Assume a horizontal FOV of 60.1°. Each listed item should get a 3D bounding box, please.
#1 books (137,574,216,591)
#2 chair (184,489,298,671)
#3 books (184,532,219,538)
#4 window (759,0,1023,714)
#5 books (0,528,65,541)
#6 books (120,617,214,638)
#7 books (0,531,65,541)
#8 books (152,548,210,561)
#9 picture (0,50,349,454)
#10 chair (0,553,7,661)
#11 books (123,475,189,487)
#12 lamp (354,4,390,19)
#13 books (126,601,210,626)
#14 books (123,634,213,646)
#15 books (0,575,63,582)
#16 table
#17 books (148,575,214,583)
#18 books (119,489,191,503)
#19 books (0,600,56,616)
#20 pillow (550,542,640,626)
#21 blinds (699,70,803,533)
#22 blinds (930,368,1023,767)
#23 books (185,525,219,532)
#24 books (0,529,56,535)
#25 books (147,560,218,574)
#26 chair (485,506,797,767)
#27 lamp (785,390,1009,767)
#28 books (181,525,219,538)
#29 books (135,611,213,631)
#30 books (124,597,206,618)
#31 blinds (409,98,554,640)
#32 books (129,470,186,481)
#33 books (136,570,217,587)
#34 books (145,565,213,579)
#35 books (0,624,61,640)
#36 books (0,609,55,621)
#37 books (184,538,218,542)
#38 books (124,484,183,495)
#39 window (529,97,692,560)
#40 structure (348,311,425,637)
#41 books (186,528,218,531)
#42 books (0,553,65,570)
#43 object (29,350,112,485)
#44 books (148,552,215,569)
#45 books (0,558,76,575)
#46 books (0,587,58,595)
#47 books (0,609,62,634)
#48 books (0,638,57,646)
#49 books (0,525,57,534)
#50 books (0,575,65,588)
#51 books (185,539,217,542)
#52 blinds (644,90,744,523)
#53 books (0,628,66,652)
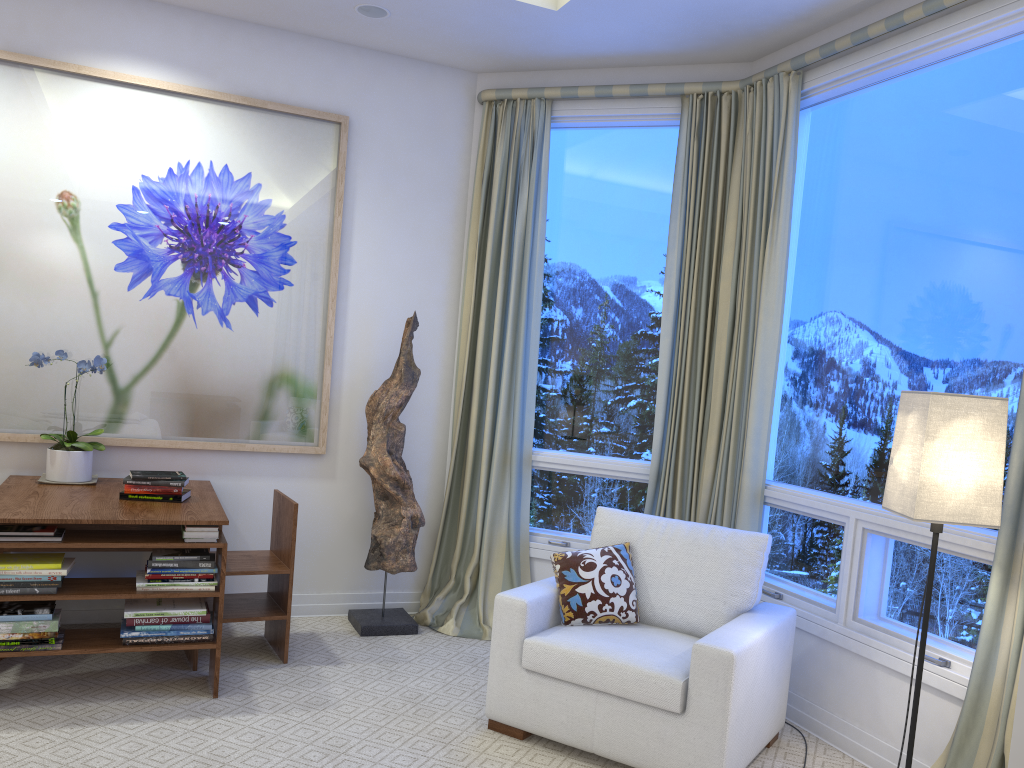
[{"bbox_3d":[-1.121,0.666,2.971,0.240,0.017,0.172,5,1,-18],"label":"books"},{"bbox_3d":[-1.049,0.729,3.387,0.340,0.612,0.339,3,4,-28],"label":"chair"},{"bbox_3d":[-1.047,0.491,2.969,0.108,0.020,0.150,4,1,-23],"label":"books"},{"bbox_3d":[1.306,-0.116,2.889,0.206,2.034,1.506,3,3,-23],"label":"window"},{"bbox_3d":[-1.516,0.471,2.773,0.201,0.015,0.139,4,1,-23],"label":"books"},{"bbox_3d":[-1.154,0.808,2.966,0.285,0.018,0.181,4,1,-23],"label":"books"},{"bbox_3d":[-1.515,0.471,2.773,0.201,0.014,0.135,4,1,-23],"label":"books"},{"bbox_3d":[-1.108,0.571,2.963,0.177,0.017,0.112,4,1,-23],"label":"books"},{"bbox_3d":[-1.537,-0.480,3.534,1.682,1.465,0.030,4,4,-23],"label":"picture"},{"bbox_3d":[-1.950,0.658,3.030,0.340,0.612,0.339,5,3,2],"label":"chair"},{"bbox_3d":[-1.285,0.350,3.205,0.205,0.020,0.124,5,1,-13],"label":"books"},{"bbox_3d":[-0.538,-1.429,3.413,0.137,0.014,0.137,6,1,39],"label":"lamp"},{"bbox_3d":[-1.152,0.770,2.969,0.257,0.034,0.155,4,1,-23],"label":"books"},{"bbox_3d":[-1.158,0.830,2.981,0.277,0.032,0.191,4,1,-23],"label":"books"},{"bbox_3d":[-1.534,0.592,2.781,0.222,0.020,0.154,4,1,-23],"label":"books"},{"bbox_3d":[-1.468,0.702,3.202,0.741,0.602,0.897,4,2,-23],"label":"table"},{"bbox_3d":[-1.109,0.641,2.965,0.205,0.011,0.147,4,1,-23],"label":"books"},{"bbox_3d":[-1.292,0.401,3.217,0.212,0.027,0.154,5,1,-8],"label":"books"},{"bbox_3d":[-1.540,0.699,2.768,0.198,0.017,0.113,4,1,-23],"label":"books"},{"bbox_3d":[0.283,0.671,2.998,0.285,0.273,0.186,4,3,-14],"label":"pillow"},{"bbox_3d":[0.823,0.003,3.461,0.267,2.376,0.522,3,4,-30],"label":"blinds"},{"bbox_3d":[1.354,0.066,2.194,0.228,2.376,0.657,4,4,-18],"label":"blinds"},{"bbox_3d":[-1.040,0.473,2.963,0.103,0.013,0.142,4,1,-23],"label":"books"},{"bbox_3d":[-1.528,0.458,2.773,0.174,0.008,0.111,4,1,-23],"label":"books"},{"bbox_3d":[-1.107,0.612,2.969,0.218,0.017,0.136,4,1,-23],"label":"books"},{"bbox_3d":[0.442,0.814,2.925,0.804,0.709,0.687,6,3,32],"label":"chair"},{"bbox_3d":[0.941,0.606,2.909,0.276,1.209,1.524,4,2,-10],"label":"lamp"},{"bbox_3d":[-1.047,0.491,2.968,0.111,0.022,0.153,4,1,-23],"label":"books"},{"bbox_3d":[-1.129,0.795,2.973,0.234,0.018,0.168,5,1,-18],"label":"books"},{"bbox_3d":[-1.160,0.744,2.963,0.249,0.022,0.179,4,1,-23],"label":"books"},{"bbox_3d":[-0.125,-0.088,3.908,0.641,2.382,0.294,6,4,18],"label":"blinds"},{"bbox_3d":[-1.282,0.331,3.203,0.180,0.019,0.125,4,1,-28],"label":"books"},{"bbox_3d":[-1.126,0.651,2.972,0.249,0.015,0.179,4,1,-23],"label":"books"},{"bbox_3d":[-1.115,0.627,2.963,0.209,0.015,0.145,4,1,-23],"label":"books"},{"bbox_3d":[-1.546,0.768,2.772,0.233,0.023,0.141,4,1,-23],"label":"books"},{"bbox_3d":[-1.547,0.715,2.768,0.205,0.019,0.118,4,1,-23],"label":"books"},{"bbox_3d":[-1.046,0.509,2.965,0.103,0.013,0.142,4,1,-23],"label":"books"},{"bbox_3d":[-1.292,0.374,3.205,0.190,0.031,0.131,5,1,-18],"label":"books"},{"bbox_3d":[1.508,-0.073,1.193,0.815,2.032,6.819,3,2,-23],"label":"window"},{"bbox_3d":[-0.517,0.375,3.850,0.305,1.398,0.262,3,4,-22],"label":"structure"},{"bbox_3d":[-1.041,0.473,2.963,0.100,0.012,0.139,4,1,-23],"label":"books"},{"bbox_3d":[-1.531,0.557,2.781,0.217,0.019,0.156,4,1,-23],"label":"books"},{"bbox_3d":[-1.704,0.124,3.392,0.305,0.506,0.215,4,4,-23],"label":"object"},{"bbox_3d":[-1.104,0.592,2.969,0.205,0.026,0.124,5,1,-18],"label":"books"},{"bbox_3d":[-1.523,0.575,2.795,0.240,0.019,0.172,5,1,-18],"label":"books"},{"bbox_3d":[-1.543,0.631,2.776,0.217,0.020,0.156,4,1,-23],"label":"books"},{"bbox_3d":[-1.532,0.742,2.774,0.208,0.036,0.144,4,1,-23],"label":"books"},{"bbox_3d":[-1.549,0.788,2.780,0.217,0.021,0.156,4,1,-23],"label":"books"},{"bbox_3d":[-1.528,0.458,2.773,0.177,0.009,0.112,4,1,-23],"label":"books"},{"bbox_3d":[-1.537,0.612,2.775,0.235,0.019,0.143,4,1,-23],"label":"books"},{"bbox_3d":[-1.046,0.508,2.965,0.101,0.012,0.139,4,1,-23],"label":"books"},{"bbox_3d":[0.709,-0.011,3.615,0.523,2.379,0.269,6,4,21],"label":"blinds"},{"bbox_3d":[-1.547,0.807,2.786,0.243,0.019,0.168,4,1,-23],"label":"books"}]
